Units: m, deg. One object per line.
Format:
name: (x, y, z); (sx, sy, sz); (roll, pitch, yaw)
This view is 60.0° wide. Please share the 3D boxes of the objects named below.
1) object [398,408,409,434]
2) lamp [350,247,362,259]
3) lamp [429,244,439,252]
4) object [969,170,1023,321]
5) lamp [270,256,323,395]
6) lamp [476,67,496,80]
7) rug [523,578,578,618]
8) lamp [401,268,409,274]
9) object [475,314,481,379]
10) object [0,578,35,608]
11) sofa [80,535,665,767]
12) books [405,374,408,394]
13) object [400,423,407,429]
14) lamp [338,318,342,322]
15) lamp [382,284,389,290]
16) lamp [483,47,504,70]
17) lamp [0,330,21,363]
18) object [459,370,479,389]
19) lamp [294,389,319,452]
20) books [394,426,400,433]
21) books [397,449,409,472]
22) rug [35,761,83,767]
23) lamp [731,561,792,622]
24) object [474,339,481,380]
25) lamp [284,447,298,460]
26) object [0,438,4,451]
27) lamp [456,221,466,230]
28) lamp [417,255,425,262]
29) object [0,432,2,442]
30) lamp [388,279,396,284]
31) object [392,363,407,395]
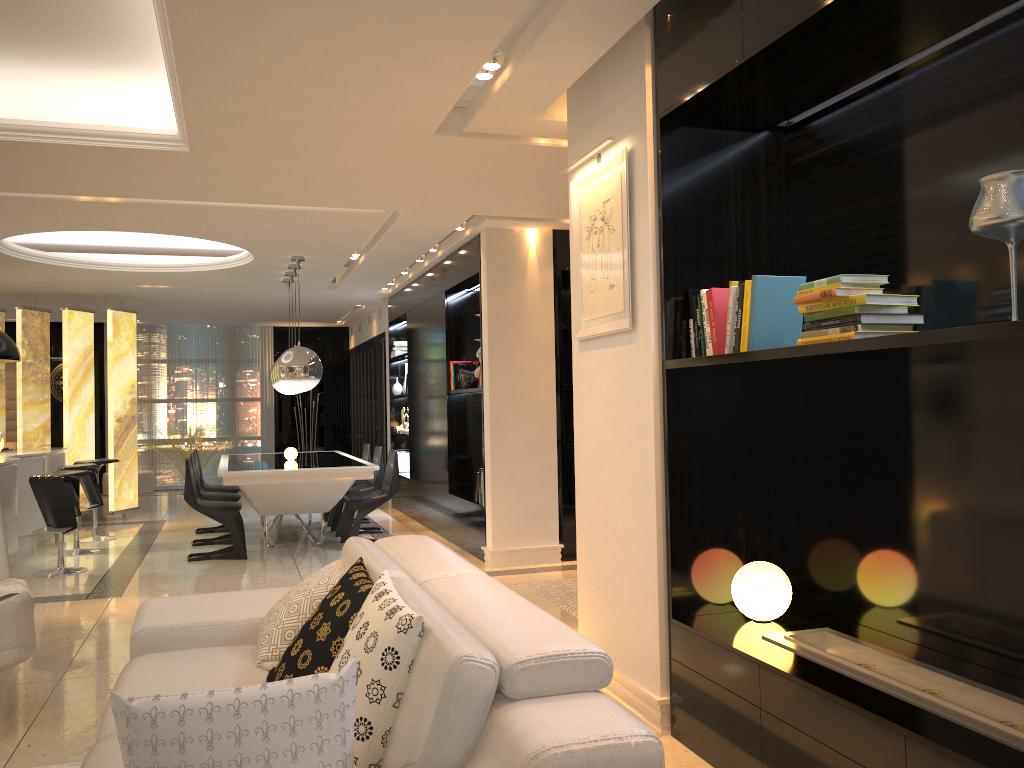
object: (-1.267, 0.438, 10.633); (0.177, 0.311, 0.177); (-1, -1, -18)
lamp: (-1.478, -1.251, 8.337); (0.107, 0.127, 0.271); (-1, -1, -18)
lamp: (-0.723, -1.272, 8.081); (0.107, 0.127, 0.107); (0, -2, -36)
object: (1.224, -0.317, 2.167); (0.181, 0.381, 0.181); (-1, -1, -23)
lamp: (-2.138, -0.518, 8.683); (0.408, 1.226, 1.827); (-1, -1, -18)
lamp: (-0.122, -1.383, 3.832); (0.107, 0.127, 0.107); (-1, -1, -6)
rug: (2.687, 1.335, 6.215); (5.025, 0.015, 1.526); (-1, -1, -18)
lamp: (-1.147, -1.232, 9.425); (0.107, 0.127, 0.107); (0, -2, -36)
object: (-0.244, -0.272, 7.422); (0.121, 0.612, 0.121); (-1, -1, -22)
object: (-2.701, 1.092, 3.610); (1.347, 0.580, 0.972); (-2, -1, 20)
sofa: (-0.587, 0.946, 2.559); (1.145, 0.754, 2.328); (-1, -1, -18)
books: (-1.145, -0.007, 10.389); (0.207, 0.256, 0.245); (-1, -1, -19)
object: (-1.297, 0.532, 10.796); (0.125, 0.125, 0.125); (-2, -1, 22)
lamp: (-2.837, -1.079, 14.540); (0.107, 0.127, 0.107); (0, -2, -36)
lamp: (-1.527, -1.197, 10.628); (0.107, 0.127, 0.107); (0, -2, -36)
lamp: (-0.087, -1.386, 3.722); (0.107, 0.127, 0.107); (-1, -1, -6)
lamp: (-4.727, -0.650, 7.798); (0.710, 0.898, 0.710); (-1, -1, -7)
object: (-0.364, -0.038, 7.815); (0.193, 0.177, 0.375); (-1, -1, -17)
lamp: (-3.371, 0.757, 14.562); (0.418, 1.801, 0.200); (-1, -1, -18)
books: (-1.343, 0.563, 11.004); (0.209, 0.073, 0.266); (-1, -1, -14)
books: (-1.359, 0.959, 11.059); (0.210, 0.270, 0.236); (-1, -1, -18)
rug: (-2.499, 1.345, 2.026); (2.900, 0.020, 1.661); (-1, -1, -18)
lamp: (0.913, 0.757, 3.244); (0.212, 0.214, 0.213); (-2, -1, 22)
object: (-0.262, -0.171, 7.572); (0.121, 0.416, 0.121); (-1, -1, -22)
lamp: (-2.127, 0.670, 8.528); (0.125, 0.125, 0.125); (-2, -2, 33)
object: (-4.759, 0.543, 8.091); (0.213, 0.214, 0.212); (-2, -2, 33)
lamp: (-0.420, -1.300, 7.123); (0.107, 0.127, 0.107); (0, -2, -36)
lamp: (-0.902, -1.255, 8.650); (0.107, 0.127, 0.107); (0, -2, -36)
object: (-4.676, 0.515, 7.880); (0.183, 0.254, 0.211); (-2, -2, 34)
lamp: (-1.392, -1.209, 10.200); (0.107, 0.127, 0.107); (0, -2, -36)
object: (-1.382, -0.056, 11.007); (0.210, 0.395, 0.180); (-1, -1, -14)
